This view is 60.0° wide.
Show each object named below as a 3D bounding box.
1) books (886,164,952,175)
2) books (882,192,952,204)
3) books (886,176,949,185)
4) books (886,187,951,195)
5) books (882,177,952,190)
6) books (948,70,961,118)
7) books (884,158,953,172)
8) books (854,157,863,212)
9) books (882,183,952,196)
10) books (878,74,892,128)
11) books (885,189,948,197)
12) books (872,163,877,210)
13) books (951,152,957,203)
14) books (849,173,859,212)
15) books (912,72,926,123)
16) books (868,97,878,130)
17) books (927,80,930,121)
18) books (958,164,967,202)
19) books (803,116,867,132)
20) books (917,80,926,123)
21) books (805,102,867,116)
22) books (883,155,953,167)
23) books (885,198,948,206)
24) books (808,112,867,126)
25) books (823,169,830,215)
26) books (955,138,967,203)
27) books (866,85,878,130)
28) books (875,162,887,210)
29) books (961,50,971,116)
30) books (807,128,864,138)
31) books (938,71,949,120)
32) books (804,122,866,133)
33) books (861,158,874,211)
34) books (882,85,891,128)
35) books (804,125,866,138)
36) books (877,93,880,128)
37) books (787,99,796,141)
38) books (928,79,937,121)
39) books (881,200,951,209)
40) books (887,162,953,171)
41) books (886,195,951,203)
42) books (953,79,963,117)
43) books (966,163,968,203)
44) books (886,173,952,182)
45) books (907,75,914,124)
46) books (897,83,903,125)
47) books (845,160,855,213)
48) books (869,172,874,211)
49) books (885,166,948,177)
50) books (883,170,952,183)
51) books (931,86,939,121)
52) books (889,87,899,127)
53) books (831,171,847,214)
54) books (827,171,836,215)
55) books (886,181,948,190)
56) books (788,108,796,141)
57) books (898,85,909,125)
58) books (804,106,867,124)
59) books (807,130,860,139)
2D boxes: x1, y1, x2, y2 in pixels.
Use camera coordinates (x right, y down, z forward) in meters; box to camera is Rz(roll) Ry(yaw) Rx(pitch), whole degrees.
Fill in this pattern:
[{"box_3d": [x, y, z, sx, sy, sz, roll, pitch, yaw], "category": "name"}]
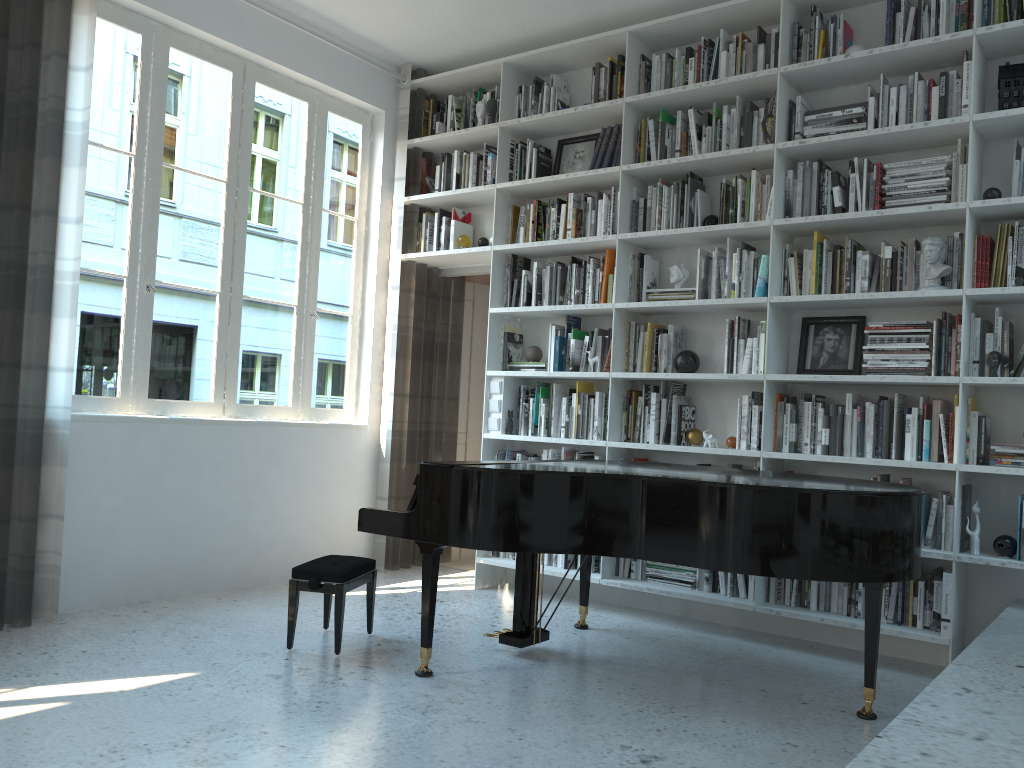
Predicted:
[{"box_3d": [1.858, -0.958, 4.036, 0.254, 0.012, 0.161, 1, -3, 38], "category": "books"}, {"box_3d": [1.850, -0.835, 4.030, 0.285, 0.012, 0.159, 1, -3, 33], "category": "books"}, {"box_3d": [1.854, -0.908, 4.032, 0.254, 0.012, 0.161, 1, -3, 33], "category": "books"}, {"box_3d": [1.853, -0.860, 4.033, 0.254, 0.012, 0.161, 1, -3, 34], "category": "books"}, {"box_3d": [1.853, -0.896, 4.032, 0.285, 0.012, 0.159, 1, -3, 39], "category": "books"}, {"box_3d": [1.979, -1.250, 3.965, 0.029, 0.261, 0.133, 2, -2, 36], "category": "books"}, {"box_3d": [1.855, -0.983, 4.031, 0.285, 0.012, 0.159, 2, -3, 31], "category": "books"}, {"box_3d": [1.654, -0.906, 4.179, 0.049, 0.291, 0.162, 2, -2, 36], "category": "books"}, {"box_3d": [1.855, -0.871, 4.035, 0.285, 0.012, 0.159, 1, -3, 37], "category": "books"}, {"box_3d": [1.734, -1.268, 4.116, 0.011, 0.284, 0.190, 2, -2, 36], "category": "books"}, {"box_3d": [1.852, -0.847, 4.032, 0.254, 0.012, 0.161, 1, -3, 38], "category": "books"}, {"box_3d": [1.711, -0.882, 4.126, 0.015, 0.245, 0.183, 2, -2, 36], "category": "books"}, {"box_3d": [1.971, -0.881, 3.929, 0.012, 0.254, 0.161, 2, -2, 36], "category": "books"}, {"box_3d": [1.628, -0.869, 4.192, 0.024, 0.216, 0.148, 2, -2, 36], "category": "books"}, {"box_3d": [1.859, -1.257, 4.043, 0.023, 0.269, 0.185, 2, -2, 36], "category": "books"}, {"box_3d": [1.704, -1.220, 4.150, 0.025, 0.187, 0.193, 2, -2, 36], "category": "books"}, {"box_3d": [1.901, -1.236, 4.015, 0.010, 0.230, 0.152, 2, -2, 36], "category": "books"}, {"box_3d": [2.004, -0.852, 3.919, 0.029, 0.198, 0.172, 2, -2, 36], "category": "books"}, {"box_3d": [1.568, -1.226, 4.257, 0.285, 0.024, 0.159, 1, -3, 41], "category": "books"}, {"box_3d": [1.871, -1.234, 4.022, 0.023, 0.223, 0.190, 2, -2, 36], "category": "books"}, {"box_3d": [1.579, -1.298, 4.269, 0.285, 0.024, 0.159, 1, -3, 36], "category": "books"}, {"box_3d": [1.859, -0.994, 4.037, 0.285, 0.012, 0.159, 1, -3, 38], "category": "books"}, {"box_3d": [1.853, -0.811, 4.035, 0.254, 0.012, 0.161, 1, -3, 36], "category": "books"}, {"box_3d": [1.571, -1.250, 4.260, 0.254, 0.025, 0.161, 2, -3, 32], "category": "books"}, {"box_3d": [1.533, -0.888, 4.262, 0.014, 0.250, 0.172, 2, -2, 36], "category": "books"}, {"box_3d": [1.992, -0.912, 3.935, 0.012, 0.319, 0.140, 2, -2, 36], "category": "books"}, {"box_3d": [1.694, -1.253, 4.165, 0.012, 0.254, 0.161, 2, -2, 36], "category": "books"}, {"box_3d": [1.715, -0.883, 4.108, 0.013, 0.247, 0.176, 2, -2, 36], "category": "books"}, {"box_3d": [2.018, -1.286, 3.932, 0.012, 0.334, 0.155, 2, -2, 36], "category": "books"}, {"box_3d": [1.568, -1.184, 4.261, 0.254, 0.012, 0.161, 1, -3, 33], "category": "books"}, {"box_3d": [1.945, -1.245, 3.970, 0.032, 0.248, 0.173, 2, -2, 36], "category": "books"}, {"box_3d": [1.571, -1.207, 4.263, 0.285, 0.012, 0.159, 1, -3, 34], "category": "books"}, {"box_3d": [1.674, -0.895, 4.146, 0.021, 0.269, 0.191, 2, -2, 36], "category": "books"}, {"box_3d": [1.755, -1.244, 4.119, 0.021, 0.237, 0.171, 2, -2, 36], "category": "books"}, {"box_3d": [1.569, -1.196, 4.261, 0.285, 0.012, 0.159, 1, -3, 33], "category": "books"}, {"box_3d": [1.742, -1.236, 4.159, 0.024, 0.223, 0.128, 2, -2, 36], "category": "books"}, {"box_3d": [1.401, -1.259, 4.396, 0.012, 0.254, 0.161, 2, -2, 36], "category": "books"}, {"box_3d": [1.906, -1.237, 4.003, 0.012, 0.230, 0.158, 2, -2, 36], "category": "books"}, {"box_3d": [1.851, -0.799, 4.033, 0.285, 0.012, 0.159, 1, -3, 37], "category": "books"}, {"box_3d": [1.861, -0.970, 4.039, 0.254, 0.012, 0.161, 1, -3, 36], "category": "books"}, {"box_3d": [1.852, -0.823, 4.033, 0.254, 0.012, 0.161, 1, -3, 35], "category": "books"}, {"box_3d": [1.992, -1.221, 3.935, 0.029, 0.202, 0.191, 2, -2, 36], "category": "books"}, {"box_3d": [2.032, -0.854, 3.906, 0.030, 0.205, 0.158, 2, -2, 36], "category": "books"}, {"box_3d": [1.856, -0.920, 4.034, 0.254, 0.012, 0.161, 1, -3, 38], "category": "books"}, {"box_3d": [1.851, -1.258, 4.075, 0.029, 0.273, 0.140, 2, -2, 36], "category": "books"}, {"box_3d": [1.805, -1.245, 4.095, 0.012, 0.244, 0.131, 2, -2, 36], "category": "books"}, {"box_3d": [1.616, -0.904, 4.212, 0.022, 0.285, 0.131, 2, -2, 36], "category": "books"}, {"box_3d": [1.700, -0.867, 4.144, 0.024, 0.216, 0.132, 2, -2, 36], "category": "books"}, {"box_3d": [1.853, -0.944, 4.030, 0.254, 0.012, 0.161, 1, -3, 41], "category": "books"}, {"box_3d": [1.858, -0.932, 4.037, 0.285, 0.012, 0.159, 1, -3, 35], "category": "books"}, {"box_3d": [1.919, -1.216, 3.987, 0.029, 0.188, 0.176, 2, -2, 36], "category": "books"}, {"box_3d": [1.781, -1.233, 4.096, 0.027, 0.216, 0.190, 2, -2, 36], "category": "books"}, {"box_3d": [1.571, -0.881, 4.227, 0.066, 0.236, 0.154, 2, -2, 36], "category": "books"}, {"box_3d": [1.543, -0.883, 4.255, 0.011, 0.239, 0.147, 2, -2, 36], "category": "books"}, {"box_3d": [1.855, -0.883, 4.035, 0.254, 0.012, 0.161, 1, -3, 37], "category": "books"}, {"box_3d": [1.404, -1.234, 4.368, 0.027, 0.201, 0.167, 2, -2, 36], "category": "books"}, {"box_3d": [1.814, -1.233, 4.075, 0.028, 0.219, 0.183, 2, -2, 36], "category": "books"}, {"box_3d": [1.575, -1.274, 4.264, 0.285, 0.024, 0.159, 1, -3, 38], "category": "books"}, {"box_3d": [1.565, -1.172, 4.257, 0.254, 0.012, 0.161, 1, -3, 41], "category": "books"}]
